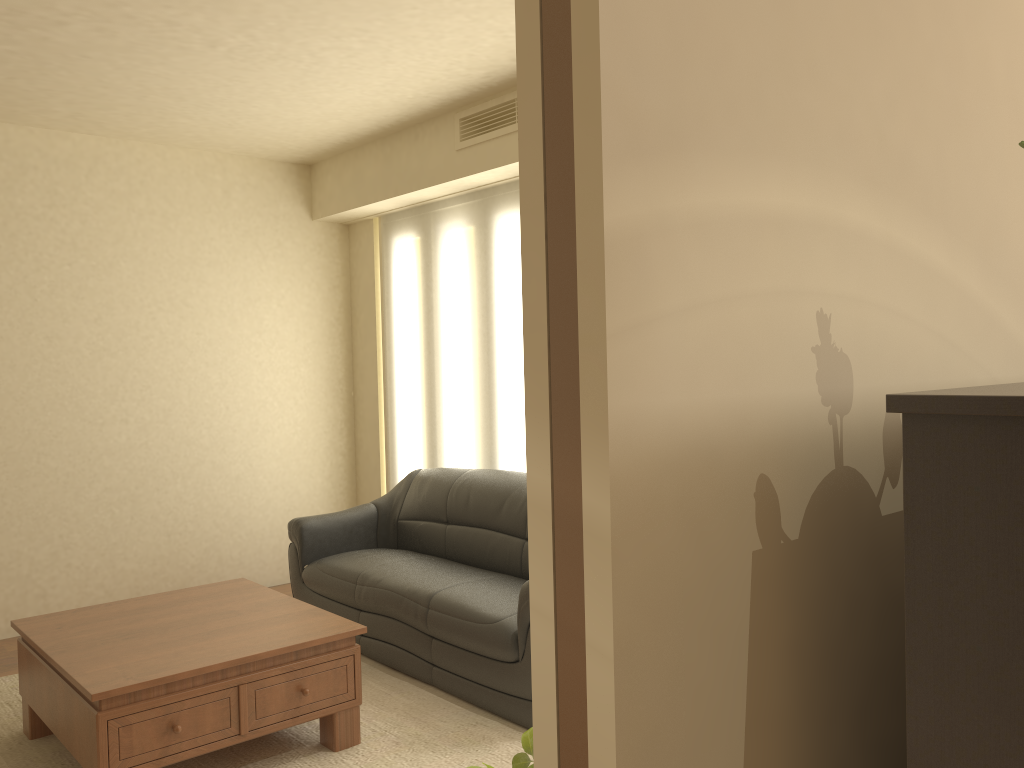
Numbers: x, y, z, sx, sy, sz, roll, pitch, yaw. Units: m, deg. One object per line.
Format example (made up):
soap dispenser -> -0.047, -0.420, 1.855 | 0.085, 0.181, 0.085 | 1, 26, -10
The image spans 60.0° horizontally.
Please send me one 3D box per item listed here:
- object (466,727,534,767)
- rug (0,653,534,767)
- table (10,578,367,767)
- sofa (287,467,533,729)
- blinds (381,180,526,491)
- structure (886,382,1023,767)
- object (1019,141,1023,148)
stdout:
object -> 0.053, 1.020, 1.302 | 0.565, 0.957, 0.528 | -1, 1, 2
rug -> -0.976, 1.472, 3.532 | 2.482, 0.011, 3.592 | -3, 2, -41
table -> -1.355, 1.239, 3.691 | 1.045, 0.482, 1.213 | -3, 2, -41
sofa -> -0.265, 0.958, 4.716 | 0.944, 0.918, 2.337 | -3, 2, -41
blinds -> 0.027, 0.036, 5.223 | 0.002, 2.453, 2.830 | -3, 2, -41
structure -> 1.189, 0.734, 1.027 | 1.493, 1.502, 0.792 | -3, 2, -41
object -> 0.557, -0.180, 0.777 | 0.209, 0.375, 0.215 | -2, 1, -17
